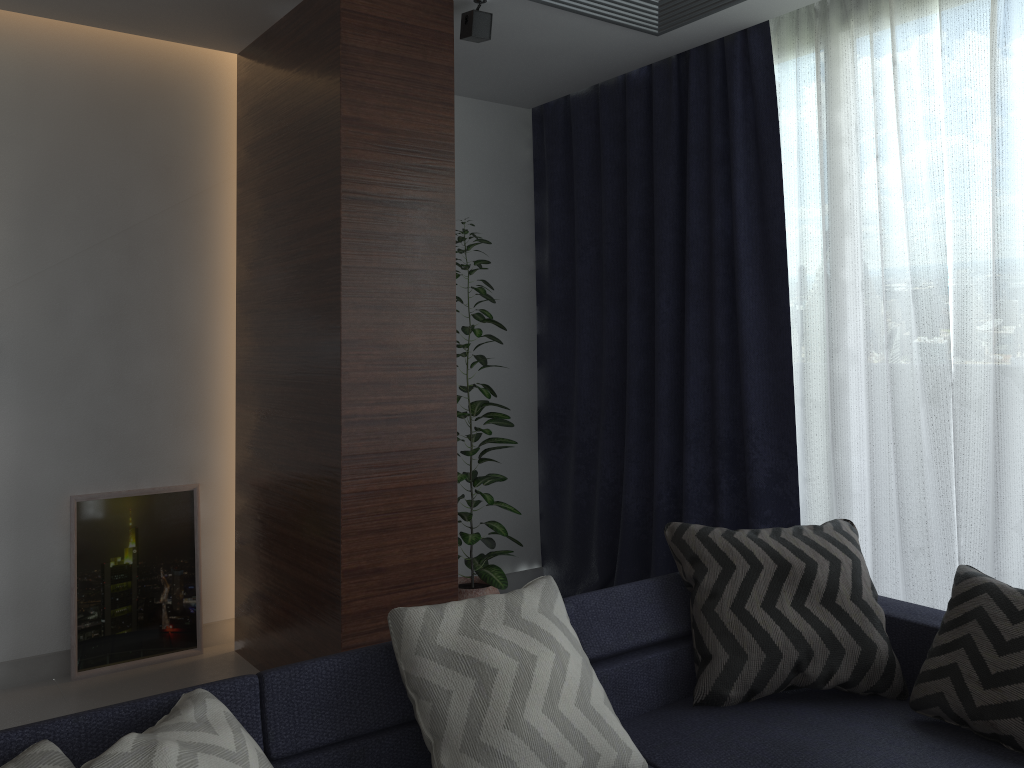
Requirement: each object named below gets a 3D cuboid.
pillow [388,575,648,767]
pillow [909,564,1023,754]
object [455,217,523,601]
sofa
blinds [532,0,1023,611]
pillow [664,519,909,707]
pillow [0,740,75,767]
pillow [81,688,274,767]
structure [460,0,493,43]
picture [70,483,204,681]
[{"bbox_3d":[0.005,0.680,1.938,0.495,0.389,0.342,-1,0,-36],"label":"pillow"},{"bbox_3d":[1.207,0.667,2.132,0.286,0.346,0.414,0,0,-31],"label":"pillow"},{"bbox_3d":[-0.188,0.184,3.874,0.503,1.851,0.482,-2,-3,22],"label":"object"},{"bbox_3d":[0.314,0.899,1.337,2.873,0.609,1.897,-2,2,-36],"label":"sofa"},{"bbox_3d":[0.003,-0.145,0.478,5.799,2.779,7.128,-1,2,-32],"label":"blinds"},{"bbox_3d":[0.758,0.668,2.483,0.598,0.520,0.354,-1,-1,-6],"label":"pillow"},{"bbox_3d":[-0.723,0.751,1.296,0.330,0.295,0.415,-1,1,16],"label":"pillow"},{"bbox_3d":[-0.510,0.734,1.485,0.280,0.352,0.418,-1,0,7],"label":"pillow"},{"bbox_3d":[-0.134,-1.353,3.306,0.084,0.143,0.114,0,-1,-31],"label":"structure"},{"bbox_3d":[-1.517,0.784,3.588,0.500,0.701,0.083,0,-3,-36],"label":"picture"}]
